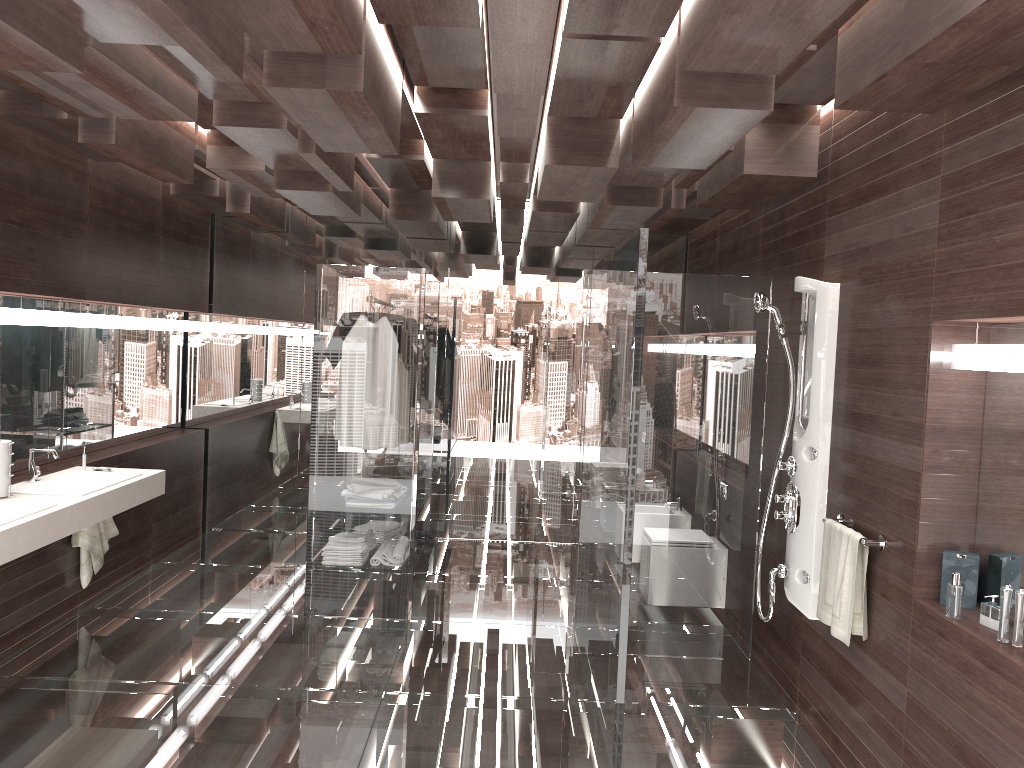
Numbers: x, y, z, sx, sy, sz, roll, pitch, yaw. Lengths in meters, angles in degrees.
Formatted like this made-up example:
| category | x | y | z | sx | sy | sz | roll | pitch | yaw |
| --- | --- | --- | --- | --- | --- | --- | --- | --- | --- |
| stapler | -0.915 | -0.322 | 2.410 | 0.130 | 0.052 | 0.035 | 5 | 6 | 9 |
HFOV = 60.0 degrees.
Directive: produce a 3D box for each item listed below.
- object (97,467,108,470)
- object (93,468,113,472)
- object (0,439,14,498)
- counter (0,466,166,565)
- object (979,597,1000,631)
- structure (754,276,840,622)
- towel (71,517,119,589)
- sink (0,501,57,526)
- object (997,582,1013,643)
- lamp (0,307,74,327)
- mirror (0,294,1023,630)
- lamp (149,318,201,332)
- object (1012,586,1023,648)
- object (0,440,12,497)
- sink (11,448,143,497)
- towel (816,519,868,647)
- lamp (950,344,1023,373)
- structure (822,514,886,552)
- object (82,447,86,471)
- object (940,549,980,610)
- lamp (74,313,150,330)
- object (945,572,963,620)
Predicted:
| category | x | y | z | sx | sy | sz | roll | pitch | yaw |
| --- | --- | --- | --- | --- | --- | --- | --- | --- | --- |
| object | -2.209 | 0.457 | 4.785 | 0.066 | 0.016 | 0.035 | 3 | 3 | 19 |
| object | -2.210 | 0.464 | 4.786 | 0.108 | 0.011 | 0.065 | 4 | 3 | 21 |
| object | -2.298 | 0.373 | 3.939 | 0.136 | 0.261 | 0.145 | 5 | 4 | 43 |
| counter | -2.159 | 0.575 | 3.939 | 0.488 | 0.131 | 1.954 | 3 | 3 | -1 |
| object | 1.439 | 0.683 | 2.656 | 0.027 | 0.093 | 0.078 | 2 | 3 | -12 |
| structure | 1.231 | 0.309 | 3.962 | 0.354 | 1.560 | 0.323 | 4 | 3 | 20 |
| towel | -2.338 | 0.807 | 4.997 | 0.156 | 0.678 | 0.368 | 3 | 3 | -1 |
| sink | -2.170 | 0.464 | 3.484 | 0.427 | 0.193 | 0.681 | 3 | 3 | -1 |
| object | 1.402 | 0.649 | 2.521 | 0.030 | 0.172 | 0.033 | 1 | 3 | -37 |
| lamp | -2.449 | -0.333 | 4.406 | 0.082 | 0.082 | 0.950 | 3 | 3 | -1 |
| mirror | -0.519 | 0.100 | 4.442 | 4.126 | 0.916 | 5.081 | 3 | 3 | -1 |
| lamp | -2.464 | -0.426 | 6.451 | 0.082 | 0.082 | 0.950 | 3 | 3 | -1 |
| object | 1.422 | 0.651 | 2.485 | 0.030 | 0.172 | 0.033 | 4 | 3 | 30 |
| object | -2.293 | 0.375 | 3.934 | 0.124 | 0.246 | 0.128 | 2 | 3 | -19 |
| sink | -2.176 | 0.423 | 4.381 | 0.427 | 0.193 | 0.681 | 3 | 3 | -1 |
| towel | 1.260 | 0.752 | 3.406 | 0.097 | 0.414 | 0.352 | 2 | 3 | -8 |
| lamp | 1.470 | -0.066 | 2.405 | 0.082 | 0.082 | 0.950 | 3 | 3 | -1 |
| structure | 1.301 | 0.566 | 3.401 | 0.071 | 0.061 | 0.455 | 3 | 3 | -1 |
| object | -2.292 | 0.401 | 4.753 | 0.022 | 0.132 | 0.022 | 5 | 3 | 37 |
| object | 1.454 | 0.634 | 2.880 | 0.105 | 0.173 | 0.048 | 4 | 3 | 27 |
| lamp | -2.457 | -0.380 | 5.443 | 0.082 | 0.082 | 0.950 | 3 | 3 | -1 |
| object | 1.369 | 0.654 | 2.743 | 0.027 | 0.139 | 0.052 | 2 | 3 | -15 |
